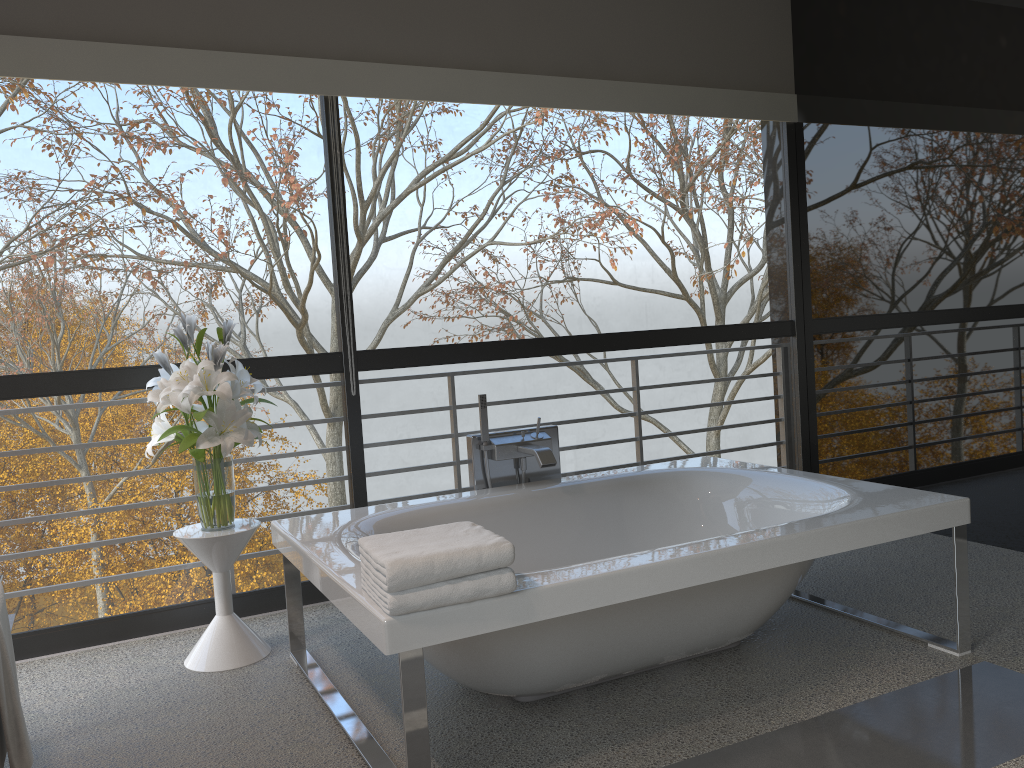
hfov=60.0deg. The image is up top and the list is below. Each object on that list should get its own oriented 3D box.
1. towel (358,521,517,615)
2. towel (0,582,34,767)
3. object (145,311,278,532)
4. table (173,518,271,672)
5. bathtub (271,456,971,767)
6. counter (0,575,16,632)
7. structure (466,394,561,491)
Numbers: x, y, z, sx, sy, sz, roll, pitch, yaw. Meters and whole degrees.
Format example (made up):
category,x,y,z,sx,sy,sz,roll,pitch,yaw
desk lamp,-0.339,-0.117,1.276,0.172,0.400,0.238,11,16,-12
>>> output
category,x,y,z,sx,sy,sz,roll,pitch,yaw
towel,-0.185,0.451,2.180,0.322,0.145,0.305,-5,4,-23
towel,-0.994,0.592,1.745,0.079,0.368,0.302,-5,4,-25
object,-1.110,0.131,3.210,0.450,0.795,0.460,-4,3,2
table,-1.061,0.764,3.255,0.308,0.478,0.307,-7,4,-42
bathtub,0.316,0.678,3.023,1.959,0.504,1.328,-5,4,-26
counter,-1.194,0.762,1.568,0.525,0.704,1.849,-5,4,-26
structure,0.080,0.472,3.576,0.402,0.884,0.330,-5,3,-26
